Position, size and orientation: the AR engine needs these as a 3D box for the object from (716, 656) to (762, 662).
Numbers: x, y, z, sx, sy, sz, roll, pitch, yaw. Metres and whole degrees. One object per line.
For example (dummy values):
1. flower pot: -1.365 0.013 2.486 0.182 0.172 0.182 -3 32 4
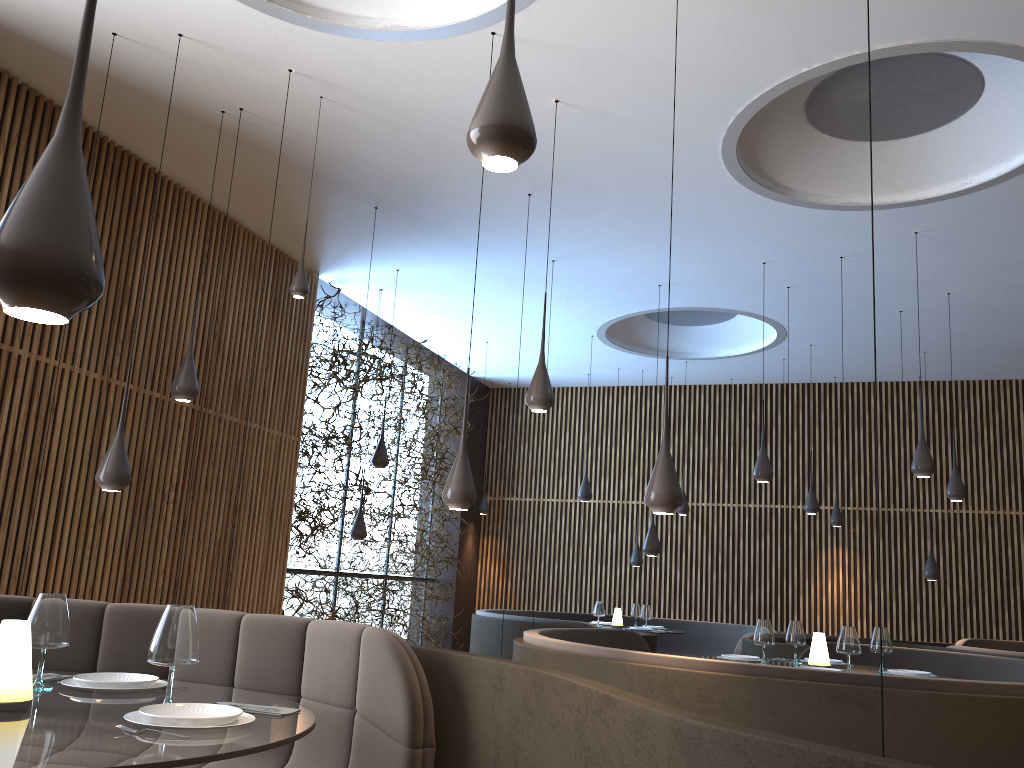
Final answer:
1. object: 1.589 1.918 6.171 0.332 0.014 0.333 -3 -14 27

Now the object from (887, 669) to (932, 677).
1. object: 2.553 1.860 5.697 0.263 0.029 0.264 -5 -16 34

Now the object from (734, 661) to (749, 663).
1. object: 1.466 1.855 5.900 0.262 0.017 0.127 -1 -14 21

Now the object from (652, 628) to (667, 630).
1. object: 1.765 3.052 11.079 0.332 0.014 0.333 2 -13 5

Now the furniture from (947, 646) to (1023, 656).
1. furniture: 5.215 3.111 8.425 0.902 1.042 2.540 10 -14 -28

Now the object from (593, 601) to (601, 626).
1. object: 1.093 2.897 11.197 0.142 0.294 0.142 -1 -12 19

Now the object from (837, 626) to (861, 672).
1. object: 2.097 1.660 5.519 0.142 0.294 0.142 8 -12 -18

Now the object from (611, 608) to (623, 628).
1. object: 1.298 2.874 10.904 0.142 0.231 0.145 4 -12 0

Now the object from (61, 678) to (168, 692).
1. object: -1.312 0.996 2.937 0.332 0.014 0.333 1 -13 11

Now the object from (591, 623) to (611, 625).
1. object: 1.155 3.084 11.387 0.332 0.014 0.333 -1 -13 17

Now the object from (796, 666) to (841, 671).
1. object: 1.872 1.752 5.414 0.263 0.029 0.264 -5 -15 33

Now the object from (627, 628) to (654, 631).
1. object: 1.511 2.878 10.389 0.332 0.014 0.333 2 -13 6

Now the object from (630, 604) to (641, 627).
1. object: 1.566 2.930 11.213 0.142 0.294 0.142 9 -13 -26

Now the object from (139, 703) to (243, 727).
1. object: -0.854 0.882 2.359 0.263 0.029 0.264 4 -13 -3

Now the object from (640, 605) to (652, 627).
1. object: 1.605 2.798 10.627 0.142 0.294 0.142 1 -12 12

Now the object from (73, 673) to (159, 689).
1. object: -1.312 0.986 2.939 0.263 0.029 0.264 7 -13 -14

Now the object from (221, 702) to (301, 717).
1. object: -0.775 0.969 2.641 0.262 0.017 0.127 1 -13 12

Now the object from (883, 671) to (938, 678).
1. object: 2.553 1.869 5.695 0.332 0.014 0.333 -3 -15 28

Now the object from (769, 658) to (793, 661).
1. object: 1.987 2.033 6.534 0.126 0.017 0.263 -4 -15 30

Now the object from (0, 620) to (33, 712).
1. object: -1.376 0.766 2.426 0.145 0.231 0.143 -6 -16 40

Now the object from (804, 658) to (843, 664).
1. object: 2.239 1.994 6.370 0.263 0.029 0.264 0 -13 15

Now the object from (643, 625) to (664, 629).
1. object: 1.765 3.042 11.081 0.263 0.029 0.264 2 -13 8

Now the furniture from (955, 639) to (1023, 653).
1. furniture: 7.251 3.493 9.706 1.986 1.042 3.944 13 -16 -37

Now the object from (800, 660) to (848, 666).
1. object: 2.239 2.004 6.368 0.332 0.014 0.333 -6 -16 36

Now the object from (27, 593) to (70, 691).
1. object: -1.489 0.820 2.827 0.142 0.294 0.142 6 -12 -12

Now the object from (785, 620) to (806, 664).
1. object: 2.025 1.842 6.330 0.142 0.294 0.142 -6 -15 40

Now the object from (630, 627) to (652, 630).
1. object: 1.511 2.868 10.390 0.263 0.029 0.264 -2 -14 25

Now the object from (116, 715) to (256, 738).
1. object: -0.854 0.892 2.352 0.204 0.012 0.413 2 -13 8

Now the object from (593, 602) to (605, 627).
1. object: 1.039 2.755 10.592 0.142 0.294 0.142 1 -12 14

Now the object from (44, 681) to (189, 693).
1. object: -1.308 0.997 2.936 0.410 0.012 0.205 2 -13 7

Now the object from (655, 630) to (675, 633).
1. object: 1.799 2.922 10.471 0.126 0.017 0.263 8 -14 -19

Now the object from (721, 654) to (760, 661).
1. object: 1.590 1.908 6.172 0.263 0.029 0.264 7 -13 -13

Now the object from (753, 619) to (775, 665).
1. object: 1.703 1.744 5.993 0.142 0.294 0.142 6 -12 -13

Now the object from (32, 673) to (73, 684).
1. object: -1.606 1.001 3.009 0.126 0.017 0.263 1 -13 11

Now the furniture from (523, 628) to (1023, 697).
1. furniture: 1.981 2.315 5.767 3.881 1.112 3.810 5 -13 -5

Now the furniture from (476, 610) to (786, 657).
1. furniture: 1.470 3.373 10.643 3.883 1.042 3.811 4 -13 -3

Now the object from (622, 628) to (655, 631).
1. object: 1.507 2.878 10.386 0.411 0.012 0.205 9 -14 -24

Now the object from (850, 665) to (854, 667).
1. object: 2.243 2.005 6.366 0.411 0.012 0.205 -3 -14 26

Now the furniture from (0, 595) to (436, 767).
1. furniture: -1.478 1.336 3.151 2.531 1.055 0.936 0 -13 16

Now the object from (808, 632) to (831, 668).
1. object: 2.052 1.781 5.922 0.142 0.231 0.145 -5 -14 35

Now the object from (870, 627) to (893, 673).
1. object: 2.471 1.779 5.933 0.142 0.294 0.142 6 -12 -9

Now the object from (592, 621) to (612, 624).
1. object: 1.156 3.075 11.389 0.263 0.029 0.264 1 -13 11

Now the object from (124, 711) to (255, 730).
1. object: -0.854 0.892 2.357 0.332 0.014 0.333 6 -13 -9

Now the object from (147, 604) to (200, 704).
1. object: -0.982 0.793 2.571 0.142 0.294 0.142 -1 -13 22
